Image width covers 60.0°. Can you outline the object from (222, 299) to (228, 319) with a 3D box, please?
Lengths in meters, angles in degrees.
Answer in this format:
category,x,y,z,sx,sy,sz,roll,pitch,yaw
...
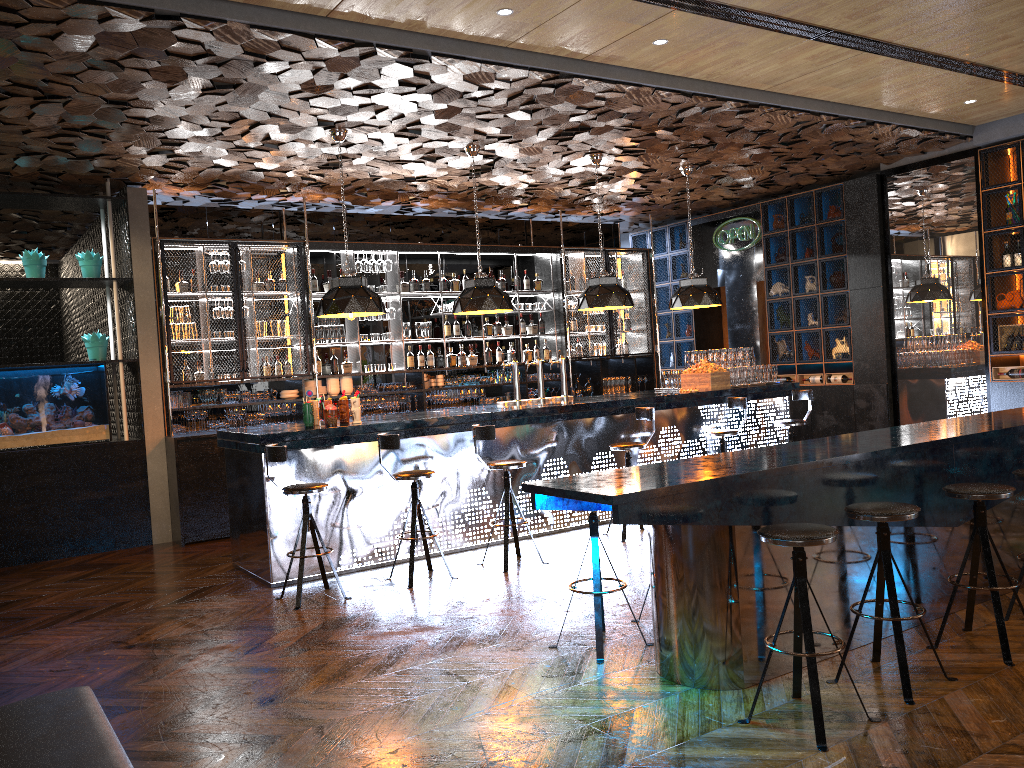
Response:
category,x,y,z,sx,sy,sz,roll,pitch,yaw
object,-3.135,-0.821,9.682,0.081,0.213,0.081,-4,1,-27

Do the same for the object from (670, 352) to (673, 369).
category,x,y,z,sx,sy,sz,roll,pitch,yaw
object,2.524,-0.368,13.701,0.126,0.249,0.253,-3,1,32

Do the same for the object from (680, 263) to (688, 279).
category,x,y,z,sx,sy,sz,roll,pitch,yaw
object,2.615,-1.687,13.243,0.097,0.290,0.290,-5,1,-34

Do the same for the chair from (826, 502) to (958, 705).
category,x,y,z,sx,sy,sz,roll,pitch,yaw
chair,1.716,0.957,4.062,0.419,0.813,0.419,-5,2,-38

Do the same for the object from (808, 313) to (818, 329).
category,x,y,z,sx,sy,sz,roll,pitch,yaw
object,3.901,-0.819,11.451,0.096,0.210,0.183,-4,1,-30

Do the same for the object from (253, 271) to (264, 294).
category,x,y,z,sx,sy,sz,roll,pitch,yaw
object,-2.816,-1.124,9.820,0.108,0.244,0.108,-5,2,-44

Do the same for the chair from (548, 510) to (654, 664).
category,x,y,z,sx,sy,sz,roll,pitch,yaw
chair,0.461,1.021,4.826,0.419,0.813,0.419,-5,2,-38

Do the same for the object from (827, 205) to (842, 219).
category,x,y,z,sx,sy,sz,roll,pitch,yaw
object,4.050,-2.132,11.036,0.138,0.222,0.278,-4,1,-32

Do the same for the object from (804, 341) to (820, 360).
category,x,y,z,sx,sy,sz,roll,pitch,yaw
object,3.875,-0.419,11.429,0.208,0.280,0.131,-3,2,39

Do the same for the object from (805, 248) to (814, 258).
category,x,y,z,sx,sy,sz,roll,pitch,yaw
object,3.858,-1.671,11.430,0.210,0.168,0.105,-4,1,-33

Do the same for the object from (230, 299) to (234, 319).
category,x,y,z,sx,sy,sz,roll,pitch,yaw
object,-3.063,-0.827,9.729,0.081,0.213,0.081,-4,1,-27

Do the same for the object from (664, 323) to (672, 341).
category,x,y,z,sx,sy,sz,roll,pitch,yaw
object,2.489,-0.816,13.654,0.290,0.290,0.097,-4,1,6

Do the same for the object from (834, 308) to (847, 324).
category,x,y,z,sx,sy,sz,roll,pitch,yaw
object,4.121,-0.834,11.083,0.212,0.220,0.119,-3,2,41

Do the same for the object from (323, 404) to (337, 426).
category,x,y,z,sx,sy,sz,roll,pitch,yaw
object,-1.455,0.239,7.104,0.110,0.191,0.131,-4,1,-21

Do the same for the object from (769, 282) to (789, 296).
category,x,y,z,sx,sy,sz,roll,pitch,yaw
object,3.625,-1.252,11.775,0.403,0.221,0.192,-3,1,26

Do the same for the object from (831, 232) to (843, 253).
category,x,y,z,sx,sy,sz,roll,pitch,yaw
object,4.079,-1.739,11.040,0.114,0.290,0.249,-4,1,-33

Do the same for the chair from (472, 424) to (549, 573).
category,x,y,z,sx,sy,sz,roll,pitch,yaw
chair,-0.055,0.861,6.937,0.476,1.108,0.419,-4,1,-33

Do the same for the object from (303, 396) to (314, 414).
category,x,y,z,sx,sy,sz,roll,pitch,yaw
object,-1.643,0.223,7.157,0.078,0.246,0.084,-5,1,-35

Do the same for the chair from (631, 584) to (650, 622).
category,x,y,z,sx,sy,sz,roll,pitch,yaw
chair,0.965,0.981,5.205,0.419,0.813,0.419,-5,2,-38

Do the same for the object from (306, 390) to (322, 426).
category,x,y,z,sx,sy,sz,roll,pitch,yaw
object,-1.616,0.193,7.273,0.116,0.298,0.105,-4,1,-2

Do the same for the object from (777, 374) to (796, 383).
category,x,y,z,sx,sy,sz,roll,pitch,yaw
object,3.638,-0.057,11.739,0.122,0.133,0.396,-4,1,-33

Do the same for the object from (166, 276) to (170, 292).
category,x,y,z,sx,sy,sz,roll,pitch,yaw
object,-3.642,-1.075,9.315,0.075,0.260,0.075,-3,1,16

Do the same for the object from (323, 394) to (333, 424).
category,x,y,z,sx,sy,sz,roll,pitch,yaw
object,-1.523,0.207,7.364,0.080,0.254,0.091,-4,1,-31

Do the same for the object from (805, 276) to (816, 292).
category,x,y,z,sx,sy,sz,roll,pitch,yaw
object,3.903,-1.276,11.408,0.253,0.249,0.126,-3,1,27

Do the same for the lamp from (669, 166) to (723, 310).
category,x,y,z,sx,sy,sz,roll,pitch,yaw
lamp,2.011,-1.642,9.939,0.582,1.564,0.607,-4,1,-33

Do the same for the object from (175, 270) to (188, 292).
category,x,y,z,sx,sy,sz,roll,pitch,yaw
object,-3.490,-1.077,9.367,0.108,0.244,0.108,-5,2,-44

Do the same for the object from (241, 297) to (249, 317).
category,x,y,z,sx,sy,sz,roll,pitch,yaw
object,-2.909,-0.835,9.658,0.081,0.213,0.081,-4,1,-27

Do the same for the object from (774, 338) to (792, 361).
category,x,y,z,sx,sy,sz,roll,pitch,yaw
object,3.667,-0.451,11.804,0.175,0.351,0.369,-4,1,-28

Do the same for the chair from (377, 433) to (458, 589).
category,x,y,z,sx,sy,sz,roll,pitch,yaw
chair,-0.743,0.912,6.632,0.476,1.108,0.419,-4,1,-33

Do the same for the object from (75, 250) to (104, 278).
category,x,y,z,sx,sy,sz,roll,pitch,yaw
object,-4.202,-1.184,8.824,0.265,0.325,0.245,-5,2,-39

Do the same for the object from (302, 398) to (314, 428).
category,x,y,z,sx,sy,sz,roll,pitch,yaw
object,-1.610,0.229,7.006,0.086,0.237,0.084,-4,1,-14

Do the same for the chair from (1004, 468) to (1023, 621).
category,x,y,z,sx,sy,sz,roll,pitch,yaw
chair,2.907,0.865,4.789,0.419,0.813,0.419,-5,2,-38

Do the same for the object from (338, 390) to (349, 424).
category,x,y,z,sx,sy,sz,roll,pitch,yaw
object,-1.390,0.188,7.315,0.080,0.277,0.091,-4,1,-1

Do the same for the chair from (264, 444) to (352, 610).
category,x,y,z,sx,sy,sz,roll,pitch,yaw
chair,-1.465,0.967,6.241,0.476,1.108,0.419,-4,1,-33

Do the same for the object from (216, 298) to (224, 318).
category,x,y,z,sx,sy,sz,roll,pitch,yaw
object,-3.137,-0.817,9.509,0.081,0.213,0.081,-4,1,-27

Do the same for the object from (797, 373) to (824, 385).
category,x,y,z,sx,sy,sz,roll,pitch,yaw
object,3.868,-0.064,11.380,0.122,0.132,0.396,-4,1,-33

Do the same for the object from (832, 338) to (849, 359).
category,x,y,z,sx,sy,sz,roll,pitch,yaw
object,4.163,-0.442,11.064,0.164,0.303,0.341,-4,1,-28

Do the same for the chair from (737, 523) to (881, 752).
category,x,y,z,sx,sy,sz,roll,pitch,yaw
chair,1.208,0.998,3.681,0.419,0.813,0.419,-5,2,-38

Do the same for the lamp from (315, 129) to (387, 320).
category,x,y,z,sx,sy,sz,roll,pitch,yaw
lamp,-1.420,-1.345,7.558,0.582,1.606,0.607,-4,1,-33

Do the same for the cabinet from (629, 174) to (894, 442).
category,x,y,z,sx,sy,sz,roll,pitch,yaw
cabinet,3.398,-0.685,12.408,0.691,3.514,4.416,-4,1,-33

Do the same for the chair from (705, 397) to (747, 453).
category,x,y,z,sx,sy,sz,roll,pitch,yaw
chair,2.047,0.693,8.479,0.476,1.108,0.419,-4,1,-18

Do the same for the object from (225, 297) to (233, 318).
category,x,y,z,sx,sy,sz,roll,pitch,yaw
object,-3.057,-0.823,9.561,0.081,0.213,0.081,-4,1,-27

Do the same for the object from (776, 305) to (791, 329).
category,x,y,z,sx,sy,sz,roll,pitch,yaw
object,3.646,-0.893,11.794,0.167,0.356,0.255,-4,1,-28

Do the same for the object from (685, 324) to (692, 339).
category,x,y,z,sx,sy,sz,roll,pitch,yaw
object,2.743,-0.790,13.321,0.278,0.222,0.138,-4,1,-3

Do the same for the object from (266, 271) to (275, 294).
category,x,y,z,sx,sy,sz,roll,pitch,yaw
object,-2.700,-1.135,9.893,0.072,0.246,0.073,-3,2,42

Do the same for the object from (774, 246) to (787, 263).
category,x,y,z,sx,sy,sz,roll,pitch,yaw
object,3.588,-1.701,11.772,0.126,0.249,0.253,-4,1,-33

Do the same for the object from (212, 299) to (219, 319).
category,x,y,z,sx,sy,sz,roll,pitch,yaw
object,-3.215,-0.815,9.630,0.081,0.213,0.081,-4,1,-27

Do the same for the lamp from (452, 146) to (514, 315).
category,x,y,z,sx,sy,sz,roll,pitch,yaw
lamp,-0.324,-1.460,8.421,0.582,1.564,0.607,-4,1,-33

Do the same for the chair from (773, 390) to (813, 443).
category,x,y,z,sx,sy,sz,roll,pitch,yaw
chair,2.889,0.625,9.104,0.476,1.108,0.419,-4,1,-23

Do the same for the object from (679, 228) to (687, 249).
category,x,y,z,sx,sy,sz,roll,pitch,yaw
object,2.571,-2.155,13.260,0.116,0.358,0.198,-4,1,-33

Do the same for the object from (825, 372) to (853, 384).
category,x,y,z,sx,sy,sz,roll,pitch,yaw
object,4.102,-0.072,11.017,0.123,0.132,0.396,-4,1,-32

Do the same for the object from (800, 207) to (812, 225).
category,x,y,z,sx,sy,sz,roll,pitch,yaw
object,3.823,-2.181,11.401,0.152,0.332,0.289,-5,2,-41

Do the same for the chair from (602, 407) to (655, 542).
category,x,y,z,sx,sy,sz,roll,pitch,yaw
chair,1.054,0.772,7.777,0.476,1.108,0.419,-4,1,-18

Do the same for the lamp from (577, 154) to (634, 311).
category,x,y,z,sx,sy,sz,roll,pitch,yaw
lamp,0.908,-1.553,9.080,0.582,1.564,0.607,-4,1,-33

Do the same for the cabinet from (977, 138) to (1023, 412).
category,x,y,z,sx,sy,sz,roll,pitch,yaw
cabinet,6.449,-0.779,7.693,0.691,3.514,4.416,-4,1,-33

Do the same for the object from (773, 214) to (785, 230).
category,x,y,z,sx,sy,sz,roll,pitch,yaw
object,3.587,-2.133,11.748,0.253,0.249,0.126,-3,1,27

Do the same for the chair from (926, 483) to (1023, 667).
category,x,y,z,sx,sy,sz,roll,pitch,yaw
chair,2.351,0.908,4.429,0.419,0.813,0.419,-5,2,-38

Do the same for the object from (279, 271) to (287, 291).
category,x,y,z,sx,sy,sz,roll,pitch,yaw
object,-2.579,-1.145,9.972,0.073,0.246,0.072,-4,1,-18

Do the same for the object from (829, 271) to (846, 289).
category,x,y,z,sx,sy,sz,roll,pitch,yaw
object,4.100,-1.282,11.058,0.265,0.239,0.266,-3,2,36

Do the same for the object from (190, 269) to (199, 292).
category,x,y,z,sx,sy,sz,roll,pitch,yaw
object,-3.385,-1.095,9.453,0.075,0.261,0.075,-3,1,16
